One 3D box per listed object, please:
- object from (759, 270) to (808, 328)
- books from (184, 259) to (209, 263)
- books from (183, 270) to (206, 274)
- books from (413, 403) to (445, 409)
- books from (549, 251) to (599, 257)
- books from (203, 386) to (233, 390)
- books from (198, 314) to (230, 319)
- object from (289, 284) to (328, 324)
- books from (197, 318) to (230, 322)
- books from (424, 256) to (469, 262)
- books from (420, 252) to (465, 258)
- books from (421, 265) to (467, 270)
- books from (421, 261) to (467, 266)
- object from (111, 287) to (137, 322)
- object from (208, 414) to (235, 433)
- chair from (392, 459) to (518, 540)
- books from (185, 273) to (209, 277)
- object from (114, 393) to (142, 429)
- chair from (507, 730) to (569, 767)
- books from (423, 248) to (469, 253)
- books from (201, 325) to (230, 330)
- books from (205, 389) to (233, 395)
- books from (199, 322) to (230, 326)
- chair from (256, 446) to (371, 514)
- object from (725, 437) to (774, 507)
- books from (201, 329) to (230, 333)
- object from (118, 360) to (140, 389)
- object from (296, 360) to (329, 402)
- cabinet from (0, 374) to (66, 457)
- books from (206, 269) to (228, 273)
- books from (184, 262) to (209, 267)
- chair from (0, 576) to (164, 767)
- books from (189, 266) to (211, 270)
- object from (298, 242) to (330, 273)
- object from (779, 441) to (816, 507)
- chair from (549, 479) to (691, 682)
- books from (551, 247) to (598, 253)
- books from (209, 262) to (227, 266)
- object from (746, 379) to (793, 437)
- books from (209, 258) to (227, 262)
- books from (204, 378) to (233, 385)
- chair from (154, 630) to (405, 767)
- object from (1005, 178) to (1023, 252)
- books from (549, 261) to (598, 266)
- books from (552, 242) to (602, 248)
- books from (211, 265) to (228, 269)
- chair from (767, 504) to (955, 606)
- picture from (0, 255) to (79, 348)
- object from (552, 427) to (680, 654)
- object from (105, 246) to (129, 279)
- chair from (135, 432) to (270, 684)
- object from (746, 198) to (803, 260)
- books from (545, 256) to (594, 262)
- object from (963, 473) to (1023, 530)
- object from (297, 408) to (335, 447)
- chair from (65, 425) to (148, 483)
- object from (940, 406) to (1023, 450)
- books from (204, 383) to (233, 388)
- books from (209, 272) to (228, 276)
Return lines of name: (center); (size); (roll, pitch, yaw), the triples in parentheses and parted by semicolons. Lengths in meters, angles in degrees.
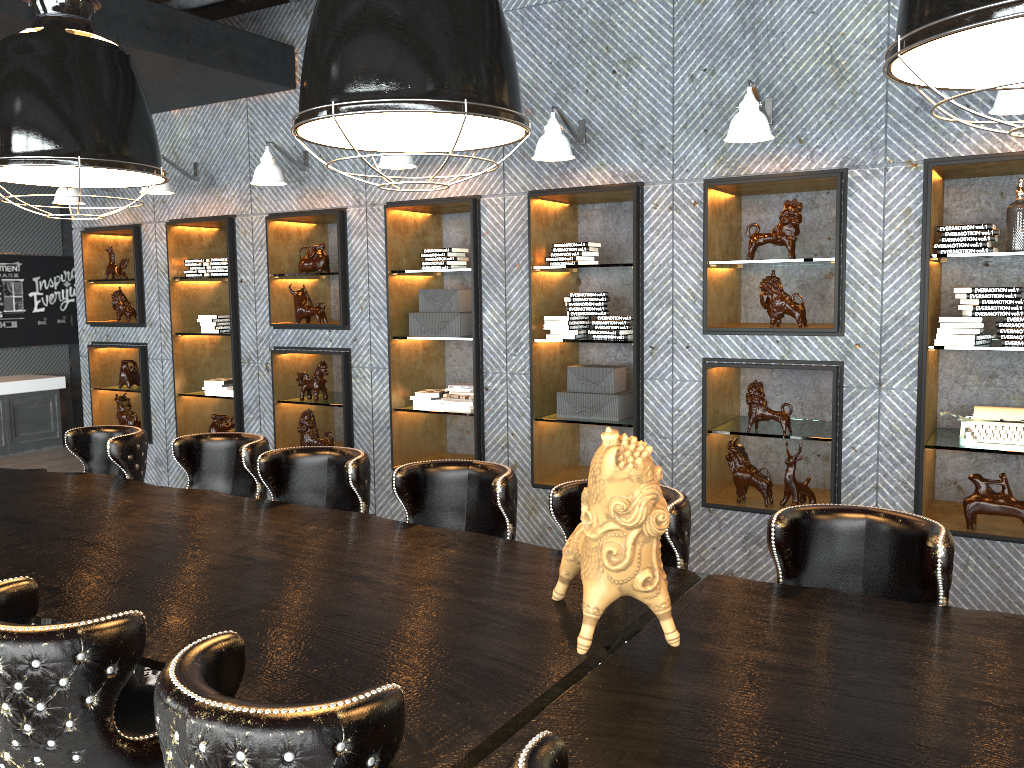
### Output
object: (1.465, -0.447, 4.784); (0.242, 0.337, 0.159); (3, 7, 35)
books: (-2.484, -0.990, 7.150); (0.245, 0.028, 0.194); (2, 7, 27)
books: (-2.506, -0.906, 7.161); (0.245, 0.028, 0.194); (5, 8, 42)
books: (-0.542, 0.142, 6.123); (0.243, 0.034, 0.180); (0, 6, 10)
books: (0.384, -0.801, 5.489); (0.245, 0.028, 0.194); (4, 8, 38)
books: (-2.351, 0.029, 7.165); (0.227, 0.024, 0.166); (1, 6, 17)
books: (-2.354, -0.541, 7.099); (0.193, 0.028, 0.246); (2, 7, 24)
object: (-1.483, -0.578, 6.487); (0.324, 0.309, 0.154); (3, 7, 35)
books: (-2.359, -0.511, 7.091); (0.193, 0.028, 0.246); (3, 7, 33)
books: (-0.440, -0.839, 5.963); (0.245, 0.028, 0.194); (2, 6, 22)
books: (-0.467, -0.870, 5.999); (0.245, 0.028, 0.194); (4, 7, 36)
books: (-0.458, -0.783, 5.979); (0.245, 0.028, 0.194); (3, 7, 30)
books: (-0.456, -0.810, 5.964); (0.245, 0.028, 0.194); (4, 8, 41)
object: (-3.305, -0.668, 7.582); (0.236, 0.329, 0.155); (3, 7, 35)
object: (-2.320, 0.354, 7.229); (0.314, 0.251, 0.157); (-6, 8, -44)
chair: (-0.243, 0.869, 3.319); (0.504, 1.091, 0.569); (2, 6, 25)
books: (-2.483, -0.878, 7.161); (0.245, 0.028, 0.194); (3, 7, 34)
object: (-3.321, 0.263, 7.690); (0.269, 0.362, 0.170); (2, 6, 24)
chair: (0.267, 1.072, 1.324); (0.504, 1.091, 0.568); (2, 6, 28)
books: (-0.444, -0.895, 5.959); (0.245, 0.028, 0.194); (3, 7, 33)
books: (-2.312, -0.452, 7.058); (0.193, 0.028, 0.246); (4, 8, 39)
books: (-2.333, 0.058, 7.167); (0.243, 0.034, 0.180); (-1, 6, 0)
books: (-2.336, -0.484, 7.093); (0.193, 0.028, 0.246); (3, 7, 30)
chair: (-0.850, 0.840, 3.677); (0.504, 1.091, 0.569); (1, 6, 21)
object: (1.329, 0.489, 4.964); (0.266, 0.359, 0.168); (2, 6, 24)
books: (-2.330, -0.428, 7.108); (0.193, 0.028, 0.246); (2, 7, 26)
object: (-3.318, -0.094, 7.708); (0.126, 0.249, 0.253); (0, 6, 6)
object: (-1.487, -0.027, 6.570); (0.317, 0.306, 0.143); (2, 6, 26)
cabinet: (-5.402, 0.829, 5.751); (6.312, 0.826, 8.426); (3, 7, 30)
books: (-2.256, -0.894, 7.007); (0.245, 0.028, 0.194); (1, 6, 18)
books: (-2.484, -0.962, 7.153); (0.245, 0.028, 0.194); (3, 7, 35)
chair: (-0.970, 1.009, 2.095); (0.504, 1.091, 0.568); (3, 7, 33)
books: (-2.463, -0.938, 7.190); (0.245, 0.028, 0.194); (4, 8, 37)
object: (-1.446, -0.913, 6.447); (0.278, 0.222, 0.139); (3, 7, 30)
object: (1.568, 0.493, 4.860); (0.198, 0.358, 0.116); (-4, 6, -29)
chair: (0.309, 0.903, 2.919); (0.504, 1.091, 0.568); (4, 7, 39)
books: (0.391, -0.830, 5.493); (0.245, 0.028, 0.194); (2, 6, 23)
books: (-2.236, -0.951, 7.009); (0.245, 0.028, 0.194); (0, 6, 11)
object: (1.396, 0.127, 4.821); (0.257, 0.294, 0.135); (4, 7, 38)
books: (-2.235, -0.979, 7.007); (0.245, 0.028, 0.194); (-1, 6, 3)
books: (-2.346, -0.021, 7.161); (0.179, 0.029, 0.225); (1, 6, 14)
chair: (-0.363, 1.039, 1.725); (0.504, 1.091, 0.568); (3, 7, 35)
object: (2.395, -0.795, 4.184); (0.109, 0.349, 0.109); (-2, 6, -14)
books: (0.382, -0.742, 5.473); (0.194, 0.028, 0.245); (-6, 8, -43)
books: (0.403, -0.858, 5.495); (0.245, 0.028, 0.194); (3, 7, 30)
books: (-2.231, -0.927, 7.052); (0.245, 0.028, 0.194); (1, 6, 13)
chair: (0.954, 0.936, 2.515); (0.504, 1.091, 0.568); (3, 7, 32)
picture: (-7.061, -0.808, 9.035); (0.200, 1.102, 12.475); (2, 7, 30)
object: (0.250, 0.350, 2.221); (0.249, 0.545, 0.475); (-1, 6, -7)
object: (-3.348, -1.035, 7.527); (0.290, 0.290, 0.097); (2, 6, 29)
chair: (-1.392, 0.803, 4.105); (0.504, 1.091, 0.568); (2, 6, 27)
object: (1.414, -0.833, 4.780); (0.292, 0.325, 0.152); (2, 6, 28)
books: (0.357, -0.772, 5.484); (0.245, 0.028, 0.194); (4, 8, 41)
object: (2.389, 0.582, 4.321); (0.341, 0.303, 0.165); (3, 7, 35)
object: (-1.444, 0.381, 6.549); (0.338, 0.387, 0.177); (4, 7, 38)
chair: (-2.085, 0.783, 4.393); (0.504, 1.091, 0.568); (4, 7, 39)
object: (2.455, 0.213, 4.473); (0.535, 0.148, 0.485); (3, 7, 29)
books: (-2.342, 0.004, 7.182); (0.175, 0.024, 0.243); (2, 6, 22)
books: (-2.234, -0.867, 7.017); (0.245, 0.028, 0.194); (0, 6, 10)
